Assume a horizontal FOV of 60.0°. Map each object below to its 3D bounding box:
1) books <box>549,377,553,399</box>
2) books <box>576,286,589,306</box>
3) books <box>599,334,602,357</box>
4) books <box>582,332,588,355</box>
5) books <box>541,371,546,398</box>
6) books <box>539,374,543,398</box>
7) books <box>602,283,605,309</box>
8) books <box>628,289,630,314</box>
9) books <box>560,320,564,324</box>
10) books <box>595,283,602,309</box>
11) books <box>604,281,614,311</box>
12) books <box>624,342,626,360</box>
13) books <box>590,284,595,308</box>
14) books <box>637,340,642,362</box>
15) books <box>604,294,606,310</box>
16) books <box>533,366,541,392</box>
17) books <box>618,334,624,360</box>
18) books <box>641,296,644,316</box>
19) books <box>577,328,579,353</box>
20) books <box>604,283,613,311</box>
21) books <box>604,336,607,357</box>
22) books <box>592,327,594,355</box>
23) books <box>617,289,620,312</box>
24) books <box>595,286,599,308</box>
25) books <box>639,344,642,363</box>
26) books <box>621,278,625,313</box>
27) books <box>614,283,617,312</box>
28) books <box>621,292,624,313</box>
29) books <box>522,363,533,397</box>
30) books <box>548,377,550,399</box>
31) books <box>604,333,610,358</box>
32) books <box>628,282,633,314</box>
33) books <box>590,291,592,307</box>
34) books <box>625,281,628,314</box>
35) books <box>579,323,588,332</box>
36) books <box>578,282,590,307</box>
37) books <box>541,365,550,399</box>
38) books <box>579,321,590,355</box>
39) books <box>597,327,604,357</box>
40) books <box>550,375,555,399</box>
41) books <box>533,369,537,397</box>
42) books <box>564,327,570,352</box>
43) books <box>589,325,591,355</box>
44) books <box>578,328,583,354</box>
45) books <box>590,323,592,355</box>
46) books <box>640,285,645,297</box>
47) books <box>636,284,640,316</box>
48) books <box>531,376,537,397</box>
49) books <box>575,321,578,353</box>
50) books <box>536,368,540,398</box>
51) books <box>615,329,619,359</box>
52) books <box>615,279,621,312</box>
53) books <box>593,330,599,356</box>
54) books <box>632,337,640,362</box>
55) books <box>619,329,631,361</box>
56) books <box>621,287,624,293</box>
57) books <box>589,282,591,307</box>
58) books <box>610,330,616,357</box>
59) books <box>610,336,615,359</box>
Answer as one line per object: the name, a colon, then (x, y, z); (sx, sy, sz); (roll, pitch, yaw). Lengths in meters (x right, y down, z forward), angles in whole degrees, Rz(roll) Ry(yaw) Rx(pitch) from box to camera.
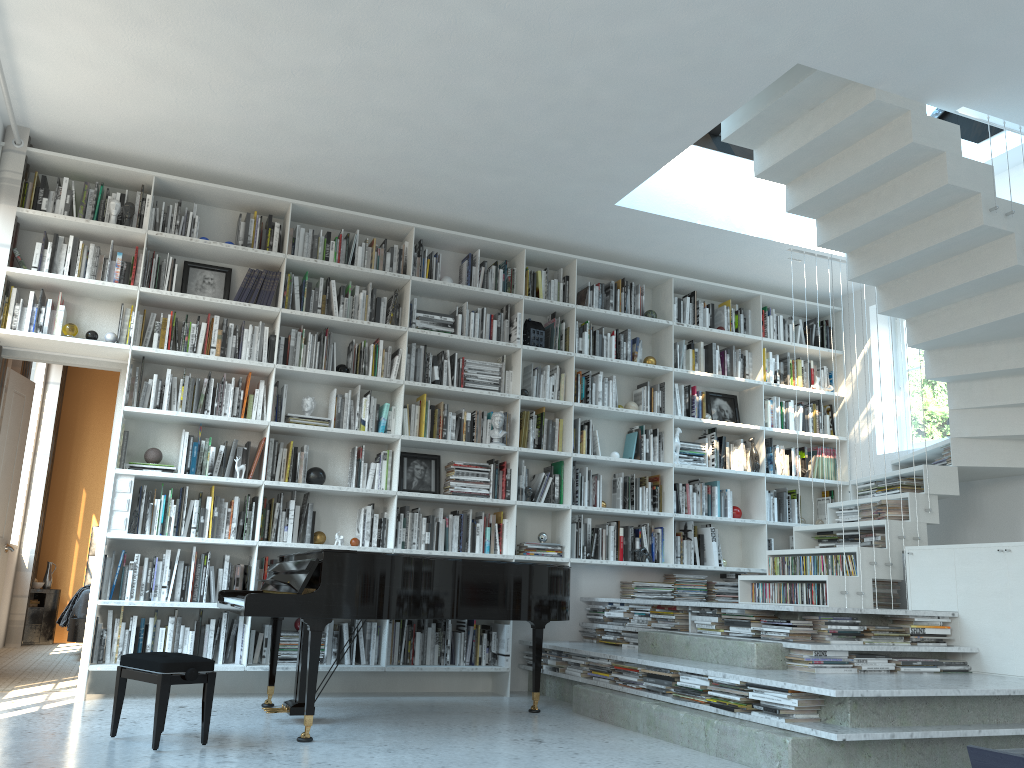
books: (0.248, 0.059, 6.509); (0.027, 0.196, 0.185); (7, -14, -22)
books: (0.526, -0.627, 6.766); (0.046, 0.206, 0.183); (7, -14, -22)
books: (0.641, -0.255, 6.768); (0.028, 0.223, 0.142); (7, -14, -22)
books: (0.517, -0.271, 6.685); (0.026, 0.207, 0.181); (7, -14, -22)
books: (0.198, 0.035, 6.501); (0.023, 0.235, 0.179); (7, -14, -22)
books: (0.181, 0.048, 6.497); (0.023, 0.206, 0.171); (7, -14, -22)
books: (0.664, -0.629, 6.845); (0.021, 0.256, 0.169); (7, -14, -22)
books: (0.880, -0.599, 6.929); (0.024, 0.252, 0.150); (7, -14, -22)
books: (0.358, -0.328, 6.660); (0.005, 0.291, 0.130); (7, -14, -22)
books: (0.641, -0.633, 6.834); (0.030, 0.254, 0.161); (7, -14, -22)
books: (0.740, -0.637, 6.879); (0.024, 0.291, 0.168); (7, -14, -22)
books: (0.824, -0.214, 6.820); (0.027, 0.181, 0.176); (7, -14, -22)
books: (0.591, -0.630, 6.797); (0.013, 0.229, 0.174); (7, -14, -22)
books: (0.938, -0.217, 6.868); (0.048, 0.216, 0.182); (7, -14, -22)
books: (0.680, -0.591, 6.863); (0.031, 0.190, 0.132); (7, -14, -22)
books: (0.172, 0.014, 6.501); (0.019, 0.274, 0.146); (7, -14, -22)
books: (0.801, -0.246, 6.811); (0.030, 0.237, 0.186); (7, -14, -22)
books: (0.985, -0.566, 6.957); (0.014, 0.208, 0.188); (7, -14, -22)
books: (0.467, -0.288, 6.694); (0.012, 0.239, 0.139); (7, -14, -22)
books: (0.724, -0.628, 6.845); (0.028, 0.257, 0.185); (7, -14, -22)
books: (0.678, -0.248, 6.777); (0.025, 0.216, 0.144); (7, -14, -22)
books: (0.585, -0.288, 6.753); (0.013, 0.276, 0.133); (7, -14, -22)
books: (0.790, -0.603, 6.880); (0.018, 0.230, 0.160); (7, -14, -22)
books: (0.613, -0.622, 6.820); (0.028, 0.225, 0.163); (7, -14, -22)
books: (0.965, -0.215, 6.899); (0.026, 0.229, 0.141); (7, -14, -22)
books: (0.831, -0.645, 6.911); (0.007, 0.328, 0.184); (7, -14, -22)
books: (0.772, -0.627, 6.899); (0.007, 0.284, 0.160); (7, -14, -22)
books: (0.816, -0.588, 6.876); (0.018, 0.200, 0.188); (7, -14, -22)
books: (0.111, 0.002, 6.483); (0.019, 0.284, 0.160); (7, -14, -22)
books: (0.231, 0.057, 6.499); (0.024, 0.194, 0.173); (7, -14, -22)
books: (0.705, -0.257, 6.778); (0.023, 0.236, 0.149); (7, -14, -22)
books: (0.899, -0.626, 6.933); (0.008, 0.306, 0.183); (7, -14, -22)
books: (0.575, -0.606, 6.799); (0.009, 0.183, 0.160); (7, -14, -22)
books: (0.847, -0.632, 6.897); (0.015, 0.298, 0.183); (7, -14, -22)
books: (0.529, -0.302, 6.715); (0.011, 0.282, 0.173); (7, -14, -22)
books: (0.550, -0.641, 6.787); (0.009, 0.243, 0.173); (7, -14, -22)
books: (0.222, 0.014, 6.492); (0.028, 0.274, 0.187); (7, -14, -22)
books: (0.544, -0.314, 6.717); (0.014, 0.306, 0.152); (7, -14, -22)
books: (0.662, -0.283, 6.779); (0.013, 0.283, 0.155); (7, -14, -22)
books: (0.267, 0.055, 6.519); (0.029, 0.210, 0.158); (7, -14, -22)
books: (0.140, 0.027, 6.490); (0.024, 0.242, 0.159); (7, -14, -22)
books: (0.376, -0.296, 6.623); (0.008, 0.213, 0.224); (7, -14, -22)
books: (0.555, -0.294, 6.717); (0.010, 0.268, 0.166); (7, -14, -22)
books: (0.487, -0.288, 6.696); (0.026, 0.242, 0.148); (7, -14, -22)
books: (0.572, -0.301, 6.743); (0.021, 0.295, 0.138); (7, -14, -22)
books: (0.996, -0.612, 6.972); (0.006, 0.305, 0.164); (7, -14, -22)
books: (0.950, -0.614, 6.954); (0.013, 0.296, 0.189); (7, -14, -22)
books: (0.129, 0.048, 6.457); (0.028, 0.185, 0.181); (7, -14, -22)
books: (0.453, -0.315, 6.677); (0.012, 0.284, 0.160); (7, -14, -22)
books: (0.158, 0.025, 6.492); (0.028, 0.249, 0.165); (7, -14, -22)
books: (0.775, -0.268, 6.825); (0.012, 0.284, 0.160); (7, -14, -22)
books: (0.800, -0.640, 6.899); (0.006, 0.311, 0.179); (7, -14, -22)
books: (0.611, -0.273, 6.735); (0.027, 0.241, 0.160); (7, -14, -22)
books: (0.921, -0.230, 6.854); (0.054, 0.235, 0.171); (7, -14, -22)
books: (0.857, -0.264, 6.830); (0.029, 0.284, 0.183); (7, -14, -22)
books: (0.823, -0.608, 6.900); (0.008, 0.250, 0.170); (7, -14, -22)
books: (0.556, -0.638, 6.798); (0.011, 0.243, 0.173); (7, -14, -22)
books: (0.751, -0.265, 6.800); (0.012, 0.264, 0.156); (7, -14, -22)
books: (0.730, -0.244, 6.770); (0.021, 0.208, 0.181); (7, -14, -22)
